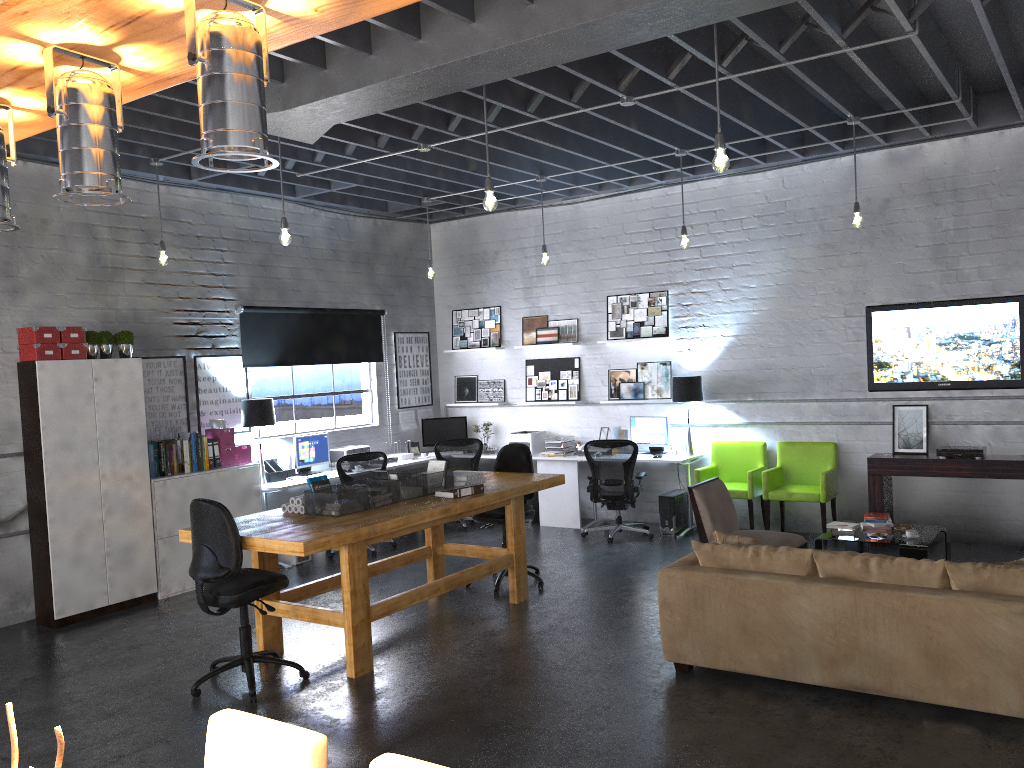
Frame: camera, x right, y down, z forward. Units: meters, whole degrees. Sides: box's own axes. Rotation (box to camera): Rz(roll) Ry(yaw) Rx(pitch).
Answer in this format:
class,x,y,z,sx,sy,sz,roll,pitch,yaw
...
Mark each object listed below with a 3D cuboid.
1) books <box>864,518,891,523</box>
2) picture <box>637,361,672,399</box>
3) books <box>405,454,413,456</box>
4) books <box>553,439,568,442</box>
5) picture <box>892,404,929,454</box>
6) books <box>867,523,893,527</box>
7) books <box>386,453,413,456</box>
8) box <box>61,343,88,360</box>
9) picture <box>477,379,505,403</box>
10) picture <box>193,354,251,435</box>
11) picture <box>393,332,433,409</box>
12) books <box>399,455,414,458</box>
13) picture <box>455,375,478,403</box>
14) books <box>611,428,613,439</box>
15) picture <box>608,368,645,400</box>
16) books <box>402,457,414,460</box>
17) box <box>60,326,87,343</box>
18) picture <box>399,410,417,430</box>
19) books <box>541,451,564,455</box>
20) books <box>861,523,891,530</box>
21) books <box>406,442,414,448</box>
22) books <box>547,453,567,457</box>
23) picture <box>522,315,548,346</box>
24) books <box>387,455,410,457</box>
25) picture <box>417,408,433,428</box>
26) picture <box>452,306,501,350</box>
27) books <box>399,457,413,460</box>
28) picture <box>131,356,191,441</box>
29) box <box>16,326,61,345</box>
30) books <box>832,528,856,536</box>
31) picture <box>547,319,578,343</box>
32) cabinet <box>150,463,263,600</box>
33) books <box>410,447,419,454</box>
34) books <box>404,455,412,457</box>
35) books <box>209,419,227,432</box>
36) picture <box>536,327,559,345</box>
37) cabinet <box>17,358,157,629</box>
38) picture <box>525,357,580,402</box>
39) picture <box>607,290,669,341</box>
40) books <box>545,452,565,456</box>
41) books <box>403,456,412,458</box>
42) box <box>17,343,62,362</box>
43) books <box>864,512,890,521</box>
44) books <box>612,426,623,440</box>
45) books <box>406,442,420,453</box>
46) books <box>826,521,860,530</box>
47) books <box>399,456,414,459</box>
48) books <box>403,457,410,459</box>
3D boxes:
class,x,y,z,sx,sy,sz,roll,pitch,yaw
books,3.096,1.152,7.510,0.208,0.024,0.144,-2,2,19
picture,1.553,-0.037,9.690,0.410,0.409,0.047,-2,3,34
books,-1.340,0.834,10.422,0.297,0.006,0.210,-2,2,36
books,0.560,0.652,10.232,0.134,0.008,0.203,-2,2,17
picture,3.702,0.422,8.240,0.308,0.457,0.092,-1,3,34
books,3.104,1.177,7.502,0.161,0.026,0.223,-3,2,4
books,-1.339,0.823,10.427,0.297,0.006,0.210,-2,2,35
box,-3.521,-0.252,7.008,0.270,0.131,0.206,-2,2,34
picture,-0.258,0.087,10.922,0.410,0.277,0.036,-2,3,34
picture,-2.808,0.106,8.618,0.020,0.781,0.606,-1,3,34
picture,-1.215,-0.177,10.979,0.020,0.936,0.658,-1,3,34
books,-1.338,0.849,10.428,0.297,0.006,0.210,-2,2,34
picture,-0.577,0.065,11.139,0.355,0.343,0.042,-2,3,34
books,1.162,0.622,9.784,0.036,0.296,0.210,-1,3,34
picture,1.271,0.004,9.873,0.452,0.345,0.054,-2,3,34
books,-1.334,0.875,10.423,0.297,0.006,0.210,-2,2,35
box,-3.528,-0.382,7.003,0.268,0.133,0.206,-2,2,34
picture,-1.271,0.444,10.863,0.036,0.221,0.289,-1,2,34
books,0.453,0.769,9.913,0.148,0.014,0.211,-4,2,-41
books,3.085,1.205,7.523,0.223,0.032,0.161,-2,2,14
books,-1.230,0.760,10.770,0.133,0.109,0.052,-4,3,-41
books,0.498,0.795,9.903,0.211,0.014,0.148,-3,1,-2
picture,0.271,-0.631,10.513,0.355,0.343,0.042,-2,3,34
books,-1.341,0.839,10.423,0.297,0.006,0.210,-2,2,34
picture,-1.077,0.427,11.151,0.036,0.221,0.289,-1,2,34
picture,-0.445,-0.688,10.983,0.749,0.504,0.058,-2,3,34
books,-1.340,0.870,10.427,0.297,0.006,0.210,-2,2,34
picture,-3.200,0.141,8.038,0.020,0.781,0.606,-1,3,34
box,-3.644,-0.371,6.830,0.270,0.131,0.206,-2,2,34
books,2.758,1.219,7.373,0.174,0.045,0.240,-2,2,24
picture,0.589,-0.608,10.296,0.410,0.277,0.036,-2,3,34
cabinet,-2.875,1.293,8.085,0.465,1.022,1.150,-1,2,34
books,-1.171,0.799,10.698,0.102,0.076,0.037,-4,3,-41
books,-1.343,0.844,10.425,0.297,0.006,0.210,-2,2,33
books,-2.734,0.459,8.269,0.192,0.267,0.060,-1,3,34
picture,0.413,-0.562,10.401,0.311,0.196,0.029,-2,3,34
cabinet,-3.398,0.830,7.151,0.291,2.048,0.872,-1,3,34
picture,0.472,-0.050,10.412,0.749,0.504,0.058,-2,3,34
picture,1.375,-0.747,9.749,0.749,0.504,0.058,-2,3,34
books,0.477,0.782,9.902,0.211,0.014,0.148,-3,2,9
books,-1.338,0.854,10.428,0.297,0.006,0.210,-2,2,34
box,-3.638,-0.241,6.836,0.270,0.131,0.206,-2,2,34
books,3.089,1.120,7.503,0.185,0.041,0.128,-2,2,29
books,1.172,0.621,9.783,0.043,0.296,0.210,-1,3,34
books,-1.194,0.768,10.707,0.183,0.121,0.017,-4,3,-41
books,2.762,1.181,7.395,0.223,0.027,0.161,-1,2,44
books,-1.340,0.860,10.424,0.297,0.006,0.210,-2,2,32
books,-1.341,0.865,10.427,0.297,0.006,0.210,-2,2,34
